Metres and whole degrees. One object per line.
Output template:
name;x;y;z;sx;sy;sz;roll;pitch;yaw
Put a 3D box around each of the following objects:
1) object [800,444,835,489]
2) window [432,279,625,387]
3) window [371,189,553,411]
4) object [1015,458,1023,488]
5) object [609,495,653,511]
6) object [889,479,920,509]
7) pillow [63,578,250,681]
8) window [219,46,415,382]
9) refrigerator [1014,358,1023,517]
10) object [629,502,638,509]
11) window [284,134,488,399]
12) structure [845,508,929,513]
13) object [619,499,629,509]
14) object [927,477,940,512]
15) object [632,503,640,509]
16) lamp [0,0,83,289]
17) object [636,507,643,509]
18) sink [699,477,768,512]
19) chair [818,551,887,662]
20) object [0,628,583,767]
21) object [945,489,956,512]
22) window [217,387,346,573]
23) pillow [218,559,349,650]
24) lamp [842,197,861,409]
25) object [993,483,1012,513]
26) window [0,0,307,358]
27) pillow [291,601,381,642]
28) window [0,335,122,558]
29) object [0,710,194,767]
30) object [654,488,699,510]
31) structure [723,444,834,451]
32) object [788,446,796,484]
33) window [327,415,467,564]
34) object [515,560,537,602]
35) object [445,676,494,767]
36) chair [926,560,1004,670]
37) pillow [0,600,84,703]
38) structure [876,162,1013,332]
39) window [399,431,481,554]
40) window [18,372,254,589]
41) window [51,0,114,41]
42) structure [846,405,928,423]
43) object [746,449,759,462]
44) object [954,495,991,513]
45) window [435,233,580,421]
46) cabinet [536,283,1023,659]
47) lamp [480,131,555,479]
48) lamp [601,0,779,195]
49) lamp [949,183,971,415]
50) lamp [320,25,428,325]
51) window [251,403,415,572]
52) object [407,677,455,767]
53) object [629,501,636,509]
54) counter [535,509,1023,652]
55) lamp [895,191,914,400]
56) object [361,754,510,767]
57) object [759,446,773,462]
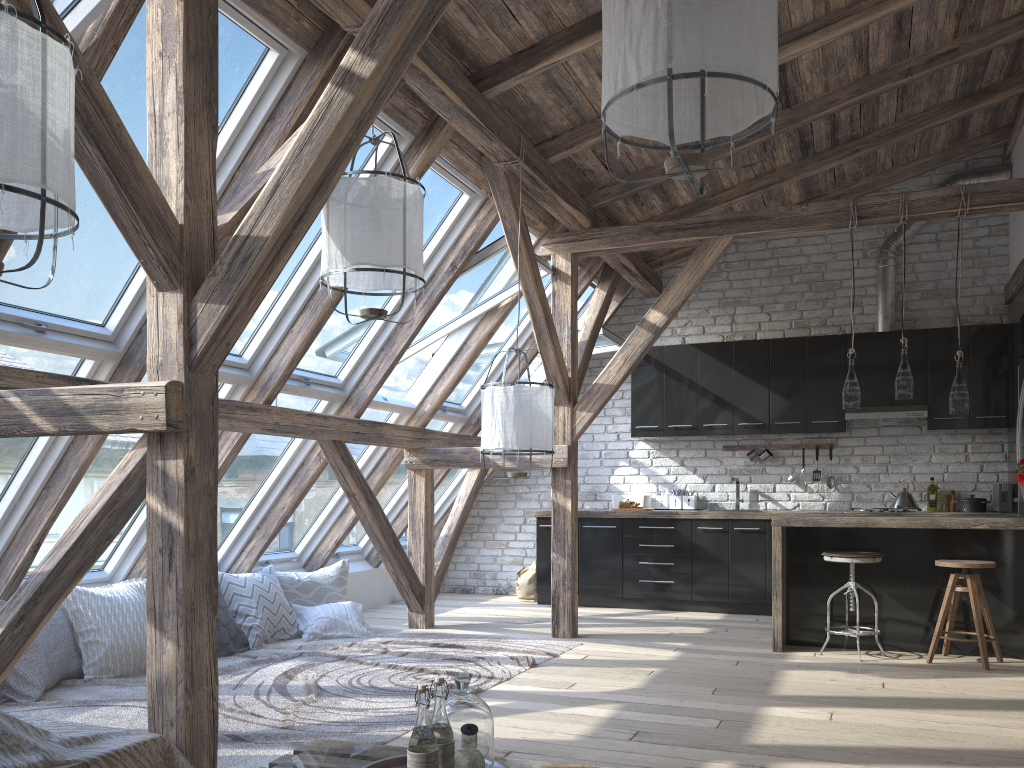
object;2.592;0.703;7.462;0.282;0.380;0.070;-1;-1;23
window;0.171;-0.287;7.699;1.522;1.272;0.858;-2;-3;22
window;-0.509;-0.502;5.990;1.407;1.272;0.858;-2;-3;22
object;3.076;0.582;5.157;0.312;0.413;0.252;2;-3;-35
object;1.074;1.062;7.868;0.381;0.133;0.594;-1;-7;10
object;3.109;0.870;6.971;0.222;0.234;0.223;-1;-3;12
pillow;-2.045;1.369;5.152;0.468;0.560;1.280;-1;-6;23
window;-1.155;-0.718;4.266;1.097;1.272;0.858;-1;-3;22
refrigerator;3.841;0.746;5.847;0.852;1.915;0.945;0;-1;22
object;1.064;1.064;7.706;0.072;0.057;0.084;0;-5;-2
window;-0.809;-0.611;5.118;1.097;1.272;0.858;-1;-3;22
structure;3.003;1.015;7.069;0.606;0.031;0.499;-3;-8;22
object;0.981;1.051;7.716;0.090;0.087;0.087;0;-4;-1
object;3.425;0.898;7.143;0.089;0.282;0.082;0;-1;17
object;1.090;1.067;7.718;0.073;0.055;0.083;0;-5;-2
lamp;-1.142;-0.984;1.877;0.407;1.513;0.400;0;-1;-27
object;1.119;1.087;7.724;0.068;0.017;0.078;0;-7;0
sink;1.895;1.055;7.517;0.526;0.513;0.517;-1;-4;22
chair;2.091;1.351;5.406;0.354;0.634;0.354;1;-2;-34
object;-1.142;1.563;4.802;2.189;0.056;3.207;-3;-8;22
object;3.544;0.944;7.116;0.080;0.183;0.039;-1;-1;35
window;-1.732;0.623;5.493;1.097;1.272;0.858;-1;-3;22
pillow;-1.591;1.524;6.154;0.501;0.531;1.161;-2;-6;27
lamp;2.100;-0.495;5.451;0.108;1.284;0.225;0;0;24
object;3.810;0.887;6.837;0.088;0.225;0.354;0;-5;22
window;-1.501;-0.826;3.413;1.097;1.272;0.858;-1;-3;22
pillow;-1.243;1.663;6.160;0.537;0.241;0.478;3;-6;-26
window;-2.424;0.409;3.788;1.097;1.272;0.858;-1;-3;22
object;-1.465;1.038;2.536;1.012;0.471;0.814;5;-7;-38
object;1.485;1.034;7.908;0.405;0.200;0.148;-3;-3;24
structure;2.295;0.548;7.628;0.933;0.046;0.082;-3;-6;22
object;2.407;0.695;7.571;0.071;0.325;0.066;0;0;22
window;-1.041;0.838;7.198;1.097;1.272;0.858;-1;-3;22
object;0.168;1.837;8.273;0.338;0.388;0.394;3;-5;-42
object;-0.122;0.841;2.161;0.156;0.246;0.156;0;-2;-9
chair;2.658;1.339;5.164;0.341;0.593;0.341;-2;-2;42
pillow;-2.442;1.290;4.241;0.435;0.521;1.141;-1;-6;14
structure;3.467;-1.054;7.100;0.983;1.280;0.170;-1;-1;22
window;-0.695;0.945;8.051;1.097;1.272;0.858;-1;-3;22
window;-2.078;0.516;4.641;1.097;1.272;0.858;-1;-3;22
window;-1.889;-0.931;2.578;1.351;1.272;0.858;-2;-3;22
structure;3.045;0.244;7.169;0.600;0.103;0.371;-3;-7;22
object;2.108;0.616;7.688;0.117;0.139;0.093;-1;-3;24
object;3.639;0.945;6.958;0.247;0.140;0.210;-2;-5;21
window;-0.117;-0.397;6.824;1.097;1.272;0.858;-1;-3;22
cabinet;1.990;0.579;6.671;4.218;2.500;2.102;-2;-4;22
lamp;0.033;-0.429;4.773;0.407;1.889;0.400;0;0;-27
lamp;0.413;-1.027;2.057;0.400;1.080;0.408;0;-1;-27
lamp;2.659;-0.497;5.225;0.109;1.337;0.226;0;0;24
lamp;-0.530;-0.897;3.388;0.407;1.300;0.400;0;-1;-2
window;-1.386;0.731;6.346;1.097;1.272;0.858;-1;-3;22
object;-0.184;0.811;2.008;0.071;0.267;0.154;0;-2;22
object;1.058;1.067;7.764;0.074;0.067;0.079;0;-4;-6
counter;1.775;1.407;6.683;3.815;0.848;2.256;-3;-7;22
lamp;2.372;-0.533;5.348;0.108;1.234;0.240;0;0;34
object;-0.190;0.950;2.107;0.396;0.021;0.396;-6;-10;41
object;2.206;0.610;7.640;0.118;0.138;0.093;-2;-3;39
